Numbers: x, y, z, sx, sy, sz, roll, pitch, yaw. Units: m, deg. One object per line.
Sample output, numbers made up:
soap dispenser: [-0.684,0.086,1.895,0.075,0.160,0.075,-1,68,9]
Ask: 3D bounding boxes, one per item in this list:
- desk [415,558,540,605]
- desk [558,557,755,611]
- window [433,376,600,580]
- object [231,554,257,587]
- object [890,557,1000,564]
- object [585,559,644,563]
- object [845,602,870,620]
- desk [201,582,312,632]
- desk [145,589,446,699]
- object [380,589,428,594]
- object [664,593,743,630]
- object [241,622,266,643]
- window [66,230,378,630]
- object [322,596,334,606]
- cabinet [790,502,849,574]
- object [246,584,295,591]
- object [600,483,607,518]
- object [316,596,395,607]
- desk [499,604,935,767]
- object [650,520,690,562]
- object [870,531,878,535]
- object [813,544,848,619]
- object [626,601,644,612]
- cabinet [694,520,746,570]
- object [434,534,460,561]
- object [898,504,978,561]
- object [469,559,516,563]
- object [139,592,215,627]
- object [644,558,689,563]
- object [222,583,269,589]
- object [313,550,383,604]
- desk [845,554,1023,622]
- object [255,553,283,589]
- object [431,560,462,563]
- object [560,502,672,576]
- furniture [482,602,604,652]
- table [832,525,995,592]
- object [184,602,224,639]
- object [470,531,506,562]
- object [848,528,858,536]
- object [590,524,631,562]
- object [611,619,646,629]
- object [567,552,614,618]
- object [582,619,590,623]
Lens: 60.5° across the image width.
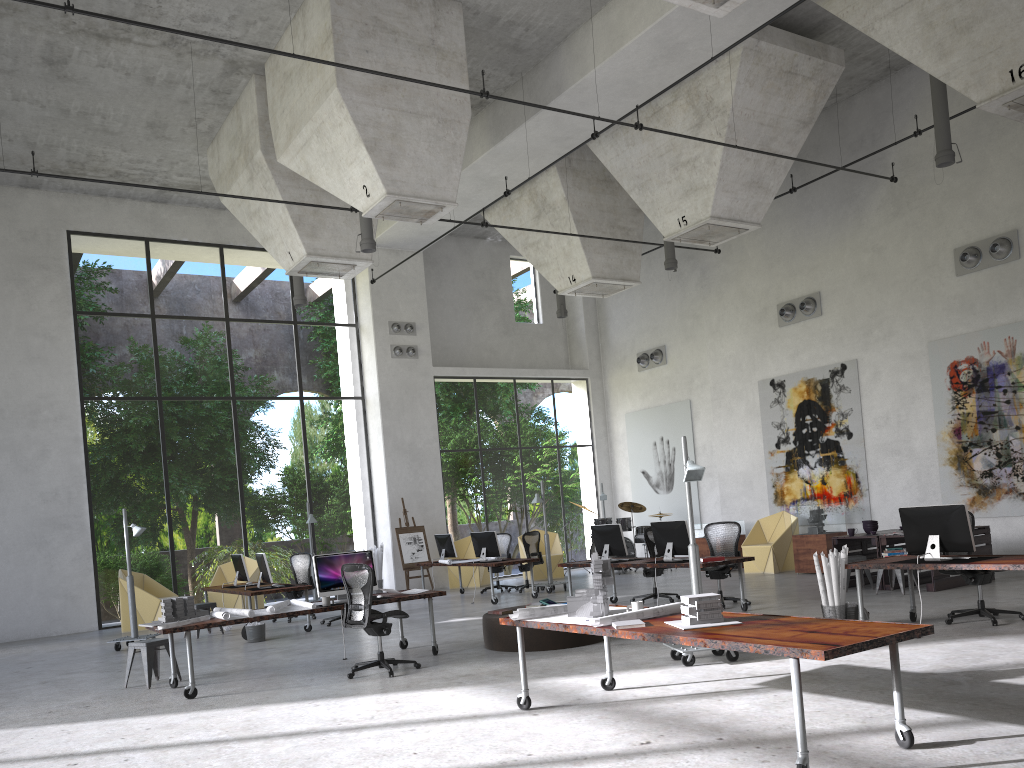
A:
desk: [-0.701,3.745,16.788,0.971,0.720,3.168,-1,-9,-32]
desk: [1.962,2.883,12.540,0.971,0.720,3.168,-1,-9,-32]
window: [0.265,2.267,21.656,4.546,4.876,0.020,-2,-2,-33]
object: [-4.611,3.198,15.151,0.376,0.550,0.723,-3,-6,-31]
object: [4.318,1.764,8.786,0.685,0.008,0.859,0,-10,-31]
object: [1.542,2.656,13.166,0.685,0.008,0.859,0,-10,-31]
object: [3.657,2.494,9.496,0.398,0.297,0.296,-6,-5,11]
desk: [-4.278,3.724,14.572,0.961,0.720,3.170,-1,-9,-32]
desk: [-2.306,2.839,9.773,3.120,0.721,0.985,0,-8,-32]
object: [-1.273,2.428,10.351,0.468,0.085,0.441,0,-9,-29]
object: [1.248,1.488,5.798,0.388,0.181,0.421,-4,-7,-8]
object: [-3.816,3.662,13.009,0.294,0.297,0.402,-1,-7,-39]
window: [-5.860,0.927,18.691,5.940,7.824,0.068,-3,-2,-33]
object: [-2.025,2.388,9.659,0.122,0.100,0.088,-5,-4,-4]
cabinet: [5.599,2.814,15.986,0.592,1.251,0.750,-4,-3,-33]
object: [-3.840,3.240,13.971,0.685,0.008,0.859,-1,-9,-26]
object: [2.349,3.563,22.119,0.580,2.146,0.598,-5,-1,2]
object: [-1.841,2.478,10.010,0.846,0.008,0.696,0,-10,-31]
desk: [1.153,1.976,5.978,0.971,0.720,3.168,-1,-9,-32]
object: [2.247,2.139,12.013,0.376,0.550,0.723,-3,-6,-31]
object: [5.333,2.192,12.935,0.117,0.056,0.137,-11,-10,42]
object: [3.420,2.179,9.337,0.319,0.934,0.343,-5,-2,-15]
object: [0.915,1.665,6.514,0.122,0.100,0.088,-5,-4,-4]
cabinet: [4.335,3.381,18.261,0.740,1.010,0.742,-3,-4,-33]
object: [-1.256,3.264,17.541,0.376,0.550,0.723,-3,-6,-31]
object: [4.290,1.483,8.789,0.376,0.550,0.723,-3,-6,-31]
object: [-0.398,3.279,16.228,0.686,0.008,0.858,2,-11,-41]
object: [-3.533,2.378,9.351,0.735,0.303,0.438,2,-9,-43]
object: [2.274,2.421,12.011,0.685,0.008,0.859,0,-10,-31]
object: [-4.583,3.480,15.148,0.685,0.008,0.859,0,-10,-31]
object: [-1.865,2.197,10.016,0.712,0.551,0.381,-2,-4,-31]
desk: [4.731,1.997,8.195,0.961,0.720,3.170,-1,-9,-32]
object: [-3.867,2.959,13.974,0.376,0.550,0.723,-3,-6,-26]
object: [-1.229,3.546,17.538,0.685,0.008,0.859,0,-10,-31]
object: [2.555,3.520,20.591,3.000,1.736,1.878,-11,-7,41]
furniture: [0.404,2.890,10.514,1.503,0.426,1.527,0,-9,-31]
table: [5.923,2.579,13.024,1.501,0.791,1.621,-1,-8,-33]
object: [-5.047,3.850,14.327,0.460,0.530,0.474,-9,-5,42]
object: [-0.426,2.998,16.231,0.376,0.550,0.722,-2,-6,-41]
object: [5.089,2.216,13.135,0.100,0.109,0.131,-1,-6,-41]
object: [1.515,2.374,13.168,0.376,0.550,0.723,-3,-6,-31]
object: [0.791,1.638,5.984,0.200,0.023,0.238,-5,-8,-2]
object: [0.586,1.546,6.698,0.361,0.519,0.497,-5,-4,3]
object: [0.611,1.714,6.358,0.133,0.008,0.206,-2,-9,-21]
